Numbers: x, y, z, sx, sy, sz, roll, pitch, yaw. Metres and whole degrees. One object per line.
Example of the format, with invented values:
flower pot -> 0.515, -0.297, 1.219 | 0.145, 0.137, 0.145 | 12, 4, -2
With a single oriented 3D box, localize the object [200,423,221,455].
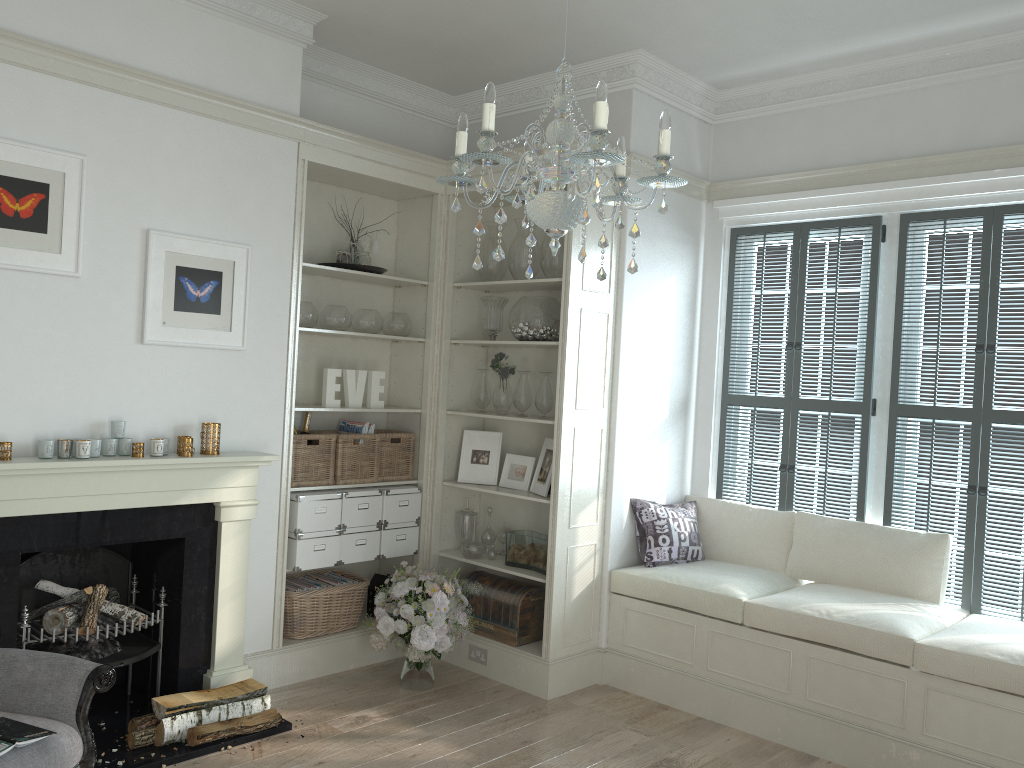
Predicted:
object -> -1.360, 0.247, 4.001 | 0.087, 0.140, 0.090 | 3, 0, -9

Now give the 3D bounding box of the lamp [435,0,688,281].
lamp -> 0.173, -1.553, 2.242 | 0.648, 2.542, 0.577 | 3, 0, 13

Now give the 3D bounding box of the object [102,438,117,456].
object -> -1.682, 0.264, 3.703 | 0.060, 0.073, 0.060 | 3, 0, 9

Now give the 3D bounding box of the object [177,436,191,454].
object -> -1.455, 0.272, 3.935 | 0.060, 0.079, 0.060 | 3, 0, 11

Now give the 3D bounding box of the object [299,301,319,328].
object -> -1.103, -0.360, 4.635 | 0.185, 0.140, 0.185 | 3, 0, -27

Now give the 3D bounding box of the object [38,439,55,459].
object -> -1.836, 0.257, 3.495 | 0.060, 0.073, 0.060 | 3, 0, 9

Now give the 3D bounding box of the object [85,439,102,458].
object -> -1.711, 0.263, 3.621 | 0.060, 0.073, 0.060 | 3, 0, -24

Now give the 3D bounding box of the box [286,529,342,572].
box -> -1.130, 0.840, 4.663 | 0.400, 0.191, 0.270 | 3, 0, 43

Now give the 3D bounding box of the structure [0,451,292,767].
structure -> -1.775, 0.891, 3.758 | 1.026, 1.191, 1.432 | 3, 0, 43

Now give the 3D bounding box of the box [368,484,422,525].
box -> -0.748, 0.667, 5.059 | 0.400, 0.191, 0.270 | 3, 0, 43

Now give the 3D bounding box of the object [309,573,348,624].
object -> -1.010, 1.175, 4.840 | 0.274, 0.238, 0.088 | 3, 0, 44

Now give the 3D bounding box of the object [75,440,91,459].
object -> -1.721, 0.263, 3.556 | 0.060, 0.073, 0.060 | 3, 0, 9

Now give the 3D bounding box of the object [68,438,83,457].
object -> -1.780, 0.260, 3.604 | 0.060, 0.073, 0.060 | 3, 0, 9

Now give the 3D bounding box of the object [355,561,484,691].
object -> -0.468, 1.229, 4.551 | 0.570, 0.643, 0.544 | 3, 0, 34

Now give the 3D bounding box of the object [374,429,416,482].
object -> -0.756, 0.408, 5.113 | 0.275, 0.270, 0.276 | 3, 0, 43

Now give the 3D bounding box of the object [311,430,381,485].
object -> -0.925, 0.400, 4.887 | 0.275, 0.270, 0.276 | 3, 0, 43

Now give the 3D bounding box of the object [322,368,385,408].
object -> -0.866, 0.026, 4.877 | 0.039, 0.207, 0.393 | 3, 0, 43

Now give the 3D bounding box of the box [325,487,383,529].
box -> -0.941, 0.658, 4.871 | 0.400, 0.191, 0.270 | 3, 0, 43

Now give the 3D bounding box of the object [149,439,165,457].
object -> -1.518, 0.273, 3.788 | 0.060, 0.073, 0.060 | 3, 0, 9

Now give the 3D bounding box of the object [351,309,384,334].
object -> -0.809, -0.346, 4.950 | 0.185, 0.140, 0.185 | 3, 0, -27

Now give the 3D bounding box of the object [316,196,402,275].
object -> -0.848, -0.847, 4.899 | 0.457, 0.485, 0.399 | 3, 0, -7

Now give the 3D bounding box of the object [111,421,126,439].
object -> -1.656, 0.192, 3.730 | 0.060, 0.073, 0.060 | 3, 0, 9

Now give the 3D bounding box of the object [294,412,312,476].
object -> -1.140, 0.330, 4.778 | 0.094, 0.361, 0.127 | 3, 0, 43

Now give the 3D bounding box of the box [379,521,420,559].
box -> -0.764, 0.857, 5.066 | 0.400, 0.191, 0.270 | 3, 0, 43

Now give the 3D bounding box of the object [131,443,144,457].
object -> -1.573, 0.278, 3.729 | 0.050, 0.058, 0.052 | 3, 0, -10

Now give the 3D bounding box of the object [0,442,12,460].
object -> -1.929, 0.256, 3.373 | 0.047, 0.068, 0.054 | 3, 0, -19

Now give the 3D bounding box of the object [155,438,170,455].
object -> -1.520, 0.272, 3.853 | 0.060, 0.073, 0.060 | 3, 0, 9

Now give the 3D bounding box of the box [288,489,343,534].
box -> -1.123, 0.649, 4.658 | 0.400, 0.191, 0.270 | 3, 0, 43

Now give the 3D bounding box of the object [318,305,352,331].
object -> -0.956, -0.353, 4.793 | 0.185, 0.140, 0.185 | 3, 0, -27

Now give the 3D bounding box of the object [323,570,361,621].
object -> -0.954, 1.178, 4.900 | 0.274, 0.238, 0.088 | 3, 0, 43

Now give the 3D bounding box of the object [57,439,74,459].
object -> -1.783, 0.260, 3.537 | 0.060, 0.073, 0.060 | 3, 0, 9

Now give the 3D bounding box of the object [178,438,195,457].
object -> -1.418, 0.275, 3.856 | 0.060, 0.079, 0.060 | 3, 0, 15

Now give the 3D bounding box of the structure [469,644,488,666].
structure -> -0.182, 1.457, 4.773 | 0.140, 0.084, 0.010 | 3, 0, 43

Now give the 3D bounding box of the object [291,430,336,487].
object -> -1.131, 0.390, 4.696 | 0.275, 0.270, 0.276 | 3, 0, 43

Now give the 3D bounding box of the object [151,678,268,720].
object -> -1.286, 1.359, 3.796 | 0.459, 0.083, 0.150 | 3, 0, -45

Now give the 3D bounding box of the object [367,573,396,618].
object -> -0.739, 1.207, 5.074 | 0.135, 0.248, 0.135 | 3, 0, 33

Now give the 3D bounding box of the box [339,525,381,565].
box -> -0.953, 0.848, 4.865 | 0.400, 0.191, 0.270 | 3, 0, 43

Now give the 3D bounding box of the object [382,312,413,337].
object -> -0.662, -0.339, 5.107 | 0.185, 0.140, 0.185 | 3, 0, -27

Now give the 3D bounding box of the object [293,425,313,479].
object -> -1.098, 0.347, 4.642 | 0.095, 0.332, 0.284 | 3, 0, 22

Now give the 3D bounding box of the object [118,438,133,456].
object -> -1.638, 0.267, 3.753 | 0.060, 0.073, 0.060 | 3, 0, 9
